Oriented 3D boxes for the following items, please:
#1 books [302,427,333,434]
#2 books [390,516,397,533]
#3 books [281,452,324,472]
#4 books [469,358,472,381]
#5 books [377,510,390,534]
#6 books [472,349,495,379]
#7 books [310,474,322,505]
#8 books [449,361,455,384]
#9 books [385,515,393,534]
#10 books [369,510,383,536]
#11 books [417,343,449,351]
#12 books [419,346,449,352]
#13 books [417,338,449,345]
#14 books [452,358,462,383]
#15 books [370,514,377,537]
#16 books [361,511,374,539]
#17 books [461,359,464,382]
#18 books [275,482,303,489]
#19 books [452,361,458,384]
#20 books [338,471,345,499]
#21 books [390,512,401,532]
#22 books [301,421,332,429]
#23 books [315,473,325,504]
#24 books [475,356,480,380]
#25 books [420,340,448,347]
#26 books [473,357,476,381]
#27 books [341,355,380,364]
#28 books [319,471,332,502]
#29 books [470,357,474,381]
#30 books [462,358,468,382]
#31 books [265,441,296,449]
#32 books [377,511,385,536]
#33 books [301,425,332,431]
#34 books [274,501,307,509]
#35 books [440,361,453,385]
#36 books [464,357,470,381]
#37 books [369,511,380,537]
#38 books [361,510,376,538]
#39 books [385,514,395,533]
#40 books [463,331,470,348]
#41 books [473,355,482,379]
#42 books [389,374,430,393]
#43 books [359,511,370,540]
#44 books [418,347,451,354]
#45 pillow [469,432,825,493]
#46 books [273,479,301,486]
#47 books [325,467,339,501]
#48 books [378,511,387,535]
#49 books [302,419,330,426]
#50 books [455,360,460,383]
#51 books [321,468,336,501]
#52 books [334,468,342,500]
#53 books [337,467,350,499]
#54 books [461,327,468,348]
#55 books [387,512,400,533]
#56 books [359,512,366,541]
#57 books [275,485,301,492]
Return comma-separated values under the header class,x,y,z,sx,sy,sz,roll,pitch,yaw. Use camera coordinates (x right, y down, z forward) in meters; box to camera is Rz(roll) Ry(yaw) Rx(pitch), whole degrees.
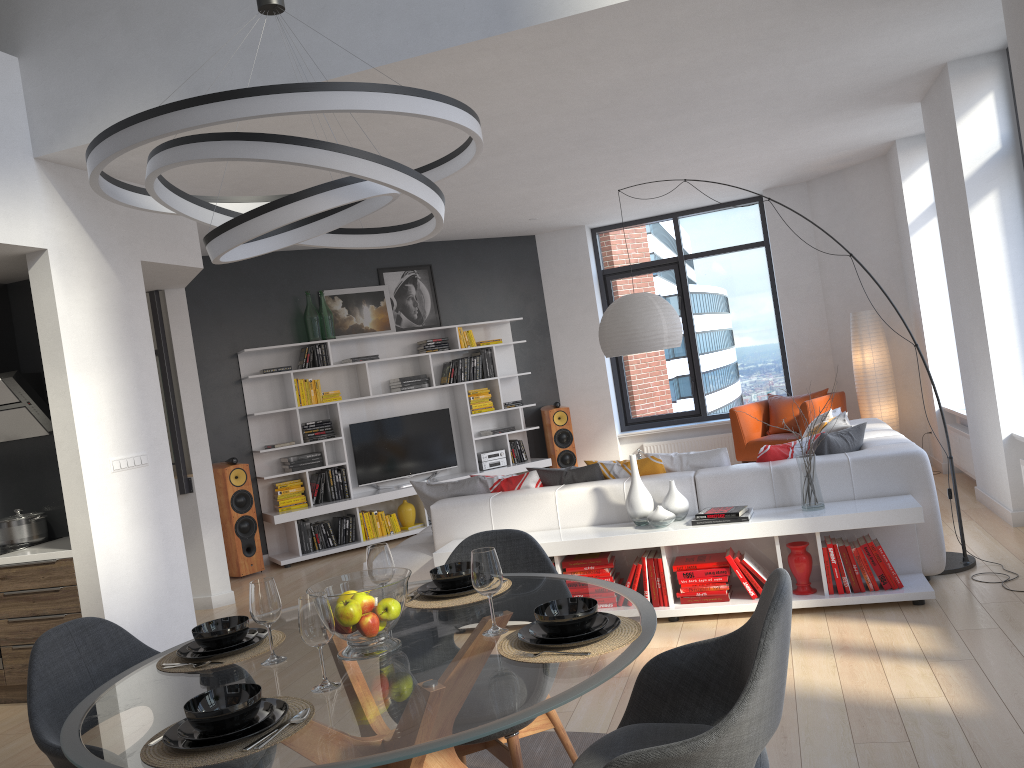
class,x,y,z,sx,sy,sz,roll,pitch,yaw
books,-1.901,0.452,8.636,0.284,0.030,0.214,-9,1,-21
books,-1.192,1.391,8.788,0.049,0.169,0.113,-9,1,-30
books,-2.032,0.755,8.571,0.343,0.137,0.277,-9,1,-29
books,-0.470,-0.147,9.424,0.069,0.242,0.172,-9,1,-28
books,-1.281,1.370,8.790,0.056,0.235,0.172,-9,1,-30
books,-0.312,-0.209,9.576,0.128,0.321,0.259,-9,1,-29
books,-1.927,1.020,8.601,0.142,0.284,0.232,-9,1,-29
books,-0.664,-0.114,9.348,0.096,0.234,0.187,-9,1,-29
books,-1.238,1.387,8.786,0.056,0.188,0.138,-9,1,-29
books,-1.353,1.373,8.740,0.055,0.252,0.185,-9,1,-30
books,-0.832,-0.393,9.320,0.284,0.030,0.214,-9,1,-26
books,-0.821,-0.368,9.301,0.264,0.020,0.189,-9,1,-31
books,-0.832,-0.448,9.306,0.266,0.030,0.209,-9,1,-36
books,-0.588,-0.137,9.391,0.075,0.254,0.192,-9,1,-30
books,-1.384,1.391,8.705,0.042,0.230,0.156,-9,1,-31
books,-1.438,1.383,8.697,0.066,0.258,0.198,-9,1,-29
books,-0.561,-0.134,9.399,0.068,0.243,0.179,-9,1,-30
books,-2.140,0.967,8.498,0.234,0.024,0.171,-9,1,-25
books,-0.630,-0.120,9.352,0.081,0.233,0.169,-9,1,-30
books,-1.707,0.991,8.706,0.028,0.272,0.200,-9,1,-29
books,-1.163,1.372,8.833,0.046,0.193,0.149,-9,1,-28
books,-1.916,0.402,8.658,0.284,0.030,0.214,-9,1,-21
books,-1.874,1.009,8.610,0.100,0.289,0.210,-9,1,-30
books,-0.407,-0.163,9.488,0.084,0.249,0.191,-9,1,-29
books,-0.820,-0.423,9.297,0.246,0.026,0.180,-9,1,-26
books,-0.434,-0.156,9.459,0.071,0.243,0.179,-9,1,-30
books,-1.522,-0.242,8.899,0.310,0.047,0.250,-9,1,-33
books,-1.819,0.996,8.643,0.028,0.301,0.213,-9,1,-29
books,-0.464,-0.156,9.458,0.075,0.254,0.192,-9,1,-30
books,-0.532,-0.144,9.421,0.084,0.249,0.191,-9,1,-29
books,-2.209,0.582,8.450,0.209,0.030,0.266,-9,1,-36
books,-1.316,1.373,8.738,0.043,0.240,0.169,-9,1,-30
books,-1.907,0.427,8.638,0.264,0.020,0.189,-9,1,-26
books,-2.118,1.151,8.481,0.269,0.025,0.213,-9,1,-26
books,-0.691,-0.111,9.328,0.104,0.234,0.182,-9,1,-29
books,-0.504,-0.153,9.438,0.066,0.260,0.197,-9,1,-29
books,-1.370,1.375,8.719,0.041,0.252,0.180,-9,1,-29
books,-1.412,1.375,8.711,0.038,0.267,0.202,-9,1,-29
books,-1.216,1.384,8.790,0.046,0.187,0.134,-9,1,-29
books,-0.507,-0.466,9.413,0.054,0.180,0.132,-9,1,-29
books,-0.379,-0.172,9.505,0.066,0.260,0.197,-9,1,-29
books,-1.057,-0.005,9.158,0.343,0.137,0.277,-9,1,-34
books,-1.467,1.381,8.675,0.048,0.271,0.213,-9,1,-29
books,-0.814,-0.344,9.299,0.284,0.030,0.214,-9,1,-26
pillow,0.834,0.660,5.574,2.250,0.449,0.575,-8,0,13
books,-2.164,0.946,8.513,0.234,0.024,0.171,-9,1,-25
books,-1.769,0.974,8.682,0.026,0.326,0.237,-9,1,-29
books,-1.304,1.373,8.767,0.043,0.235,0.171,-9,1,-31
books,-1.907,0.373,8.634,0.246,0.026,0.180,-9,1,-21
books,-0.594,-0.128,9.357,0.069,0.242,0.172,-9,1,-28
books,-1.795,0.984,8.663,0.034,0.314,0.237,-9,1,-29
books,-1.742,0.976,8.696,0.034,0.315,0.239,-9,1,-29
books,-1.675,0.974,8.727,0.051,0.297,0.230,-9,1,-29
books,-0.548,-0.483,9.417,0.054,0.224,0.164,-9,1,-30
books,-1.180,1.375,8.814,0.067,0.193,0.148,-9,1,-28
books,-1.491,1.385,8.638,0.029,0.270,0.204,-9,1,-29
books,-2.145,0.993,8.497,0.238,0.023,0.167,-9,0,-13
